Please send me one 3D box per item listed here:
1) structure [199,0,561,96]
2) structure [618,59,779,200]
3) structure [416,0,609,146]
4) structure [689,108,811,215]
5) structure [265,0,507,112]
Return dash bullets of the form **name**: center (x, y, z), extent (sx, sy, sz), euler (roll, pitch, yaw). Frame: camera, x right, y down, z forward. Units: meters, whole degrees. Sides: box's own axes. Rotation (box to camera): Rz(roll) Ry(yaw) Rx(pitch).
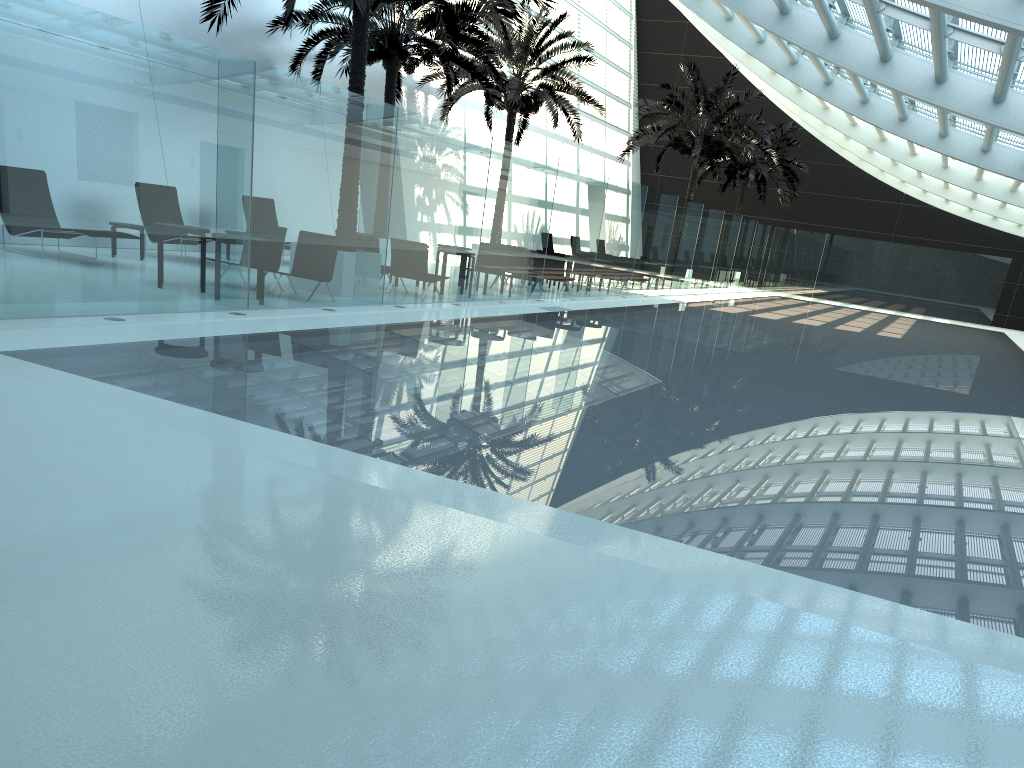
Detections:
- **structure**: center (-2.325, -4.894, 12.456), extent (4.652, 7.355, 4.384), euler (23, 22, 40)
- **structure**: center (6.059, -6.822, 29.084), extent (4.768, 7.356, 4.276), euler (13, 18, 17)
- **structure**: center (-0.193, -6.684, 23.894), extent (4.624, 7.224, 4.086), euler (-2, 20, -31)
- **structure**: center (9.651, -7.636, 36.148), extent (4.454, 7.355, 4.578), euler (9, 17, 2)
- **structure**: center (-2.644, -6.009, 18.617), extent (4.639, 7.161, 4.072), euler (9, 17, 2)
